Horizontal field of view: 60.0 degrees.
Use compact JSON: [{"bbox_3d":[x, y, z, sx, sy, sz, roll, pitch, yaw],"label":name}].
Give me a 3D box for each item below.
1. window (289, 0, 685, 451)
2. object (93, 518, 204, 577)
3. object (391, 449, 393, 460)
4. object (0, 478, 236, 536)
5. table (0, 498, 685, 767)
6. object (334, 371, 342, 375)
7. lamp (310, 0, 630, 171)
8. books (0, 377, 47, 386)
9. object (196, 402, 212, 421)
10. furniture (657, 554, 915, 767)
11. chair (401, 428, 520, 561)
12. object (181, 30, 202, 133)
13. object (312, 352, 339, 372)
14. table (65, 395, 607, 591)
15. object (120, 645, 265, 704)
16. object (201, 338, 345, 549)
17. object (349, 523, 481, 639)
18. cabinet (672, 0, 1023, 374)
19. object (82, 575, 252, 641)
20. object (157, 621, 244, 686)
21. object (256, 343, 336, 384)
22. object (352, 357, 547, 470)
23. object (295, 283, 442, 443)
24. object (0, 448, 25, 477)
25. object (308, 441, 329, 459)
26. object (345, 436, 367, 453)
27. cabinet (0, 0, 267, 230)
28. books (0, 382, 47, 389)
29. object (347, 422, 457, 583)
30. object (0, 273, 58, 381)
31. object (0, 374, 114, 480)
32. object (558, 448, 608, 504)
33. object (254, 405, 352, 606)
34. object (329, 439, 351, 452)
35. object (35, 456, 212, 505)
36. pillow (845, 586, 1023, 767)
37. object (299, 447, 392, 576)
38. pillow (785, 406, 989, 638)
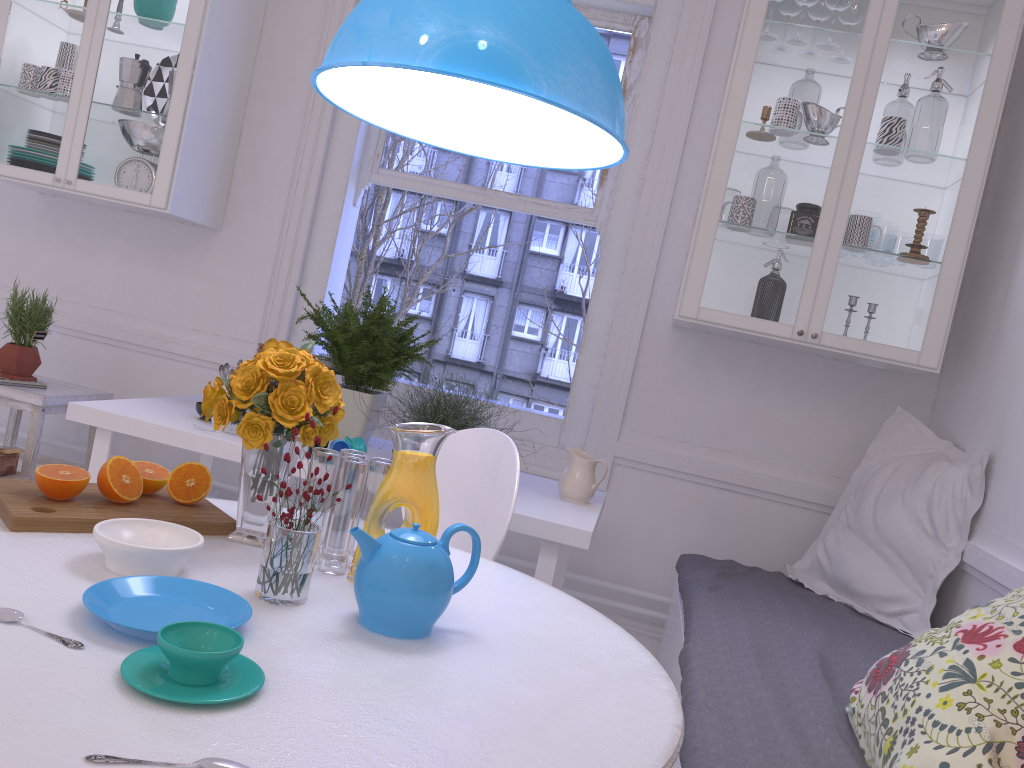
[{"bbox_3d":[-0.120,-0.741,3.469,1.234,1.782,0.181,13,3,9],"label":"window"},{"bbox_3d":[-0.515,0.235,1.250,0.147,0.052,0.147,10,3,-39],"label":"object"},{"bbox_3d":[-0.312,0.222,2.474,0.066,0.067,0.052,13,3,9],"label":"object"},{"bbox_3d":[-0.666,0.205,1.479,0.347,0.024,0.224,10,4,-41],"label":"object"},{"bbox_3d":[-0.392,0.610,1.248,1.140,0.629,1.140,14,3,37],"label":"table"},{"bbox_3d":[-0.652,0.051,3.022,0.159,0.208,0.185,13,3,9],"label":"object"},{"bbox_3d":[0.135,-1.408,1.523,0.568,1.948,0.568,15,4,43],"label":"lamp"},{"bbox_3d":[-1.800,-0.029,3.161,0.246,0.007,0.180,14,3,39],"label":"books"},{"bbox_3d":[-0.928,0.086,2.711,0.079,0.048,0.082,11,3,-32],"label":"object"},{"bbox_3d":[0.603,0.883,1.388,0.769,0.508,3.296,13,3,9],"label":"furniture"},{"bbox_3d":[-0.311,0.486,1.939,0.483,0.845,0.604,10,3,-36],"label":"chair"},{"bbox_3d":[-1.438,-1.333,3.349,0.811,0.651,0.376,13,3,9],"label":"object"},{"bbox_3d":[-0.627,-0.074,3.028,0.163,0.047,0.164,11,3,-32],"label":"object"},{"bbox_3d":[-0.531,0.512,2.768,1.514,0.619,0.736,13,3,9],"label":"table"},{"bbox_3d":[-0.338,0.309,0.942,0.147,0.011,0.147,13,3,11],"label":"object"},{"bbox_3d":[-0.404,0.095,1.486,0.234,0.351,0.235,11,3,-26],"label":"object"},{"bbox_3d":[-0.141,0.265,1.244,0.156,0.151,0.150,13,3,12],"label":"object"},{"bbox_3d":[1.086,-0.764,2.935,0.823,1.311,0.425,13,3,9],"label":"cabinet"},{"bbox_3d":[-0.419,0.278,1.083,0.196,0.023,0.196,12,3,-4],"label":"object"},{"bbox_3d":[-0.333,0.288,0.941,0.088,0.043,0.088,13,3,16],"label":"object"},{"bbox_3d":[-0.782,0.002,3.151,0.294,0.237,0.028,13,3,9],"label":"object"},{"bbox_3d":[-0.188,0.101,2.735,0.668,0.367,0.531,14,3,33],"label":"object"},{"bbox_3d":[-0.496,-0.073,2.879,0.438,0.527,0.368,13,3,9],"label":"object"},{"bbox_3d":[-1.820,0.225,2.926,0.358,0.110,0.211,13,3,11],"label":"object"},{"bbox_3d":[-0.540,0.169,2.444,0.055,0.077,0.070,14,3,34],"label":"object"},{"bbox_3d":[-0.442,0.183,2.502,0.069,0.059,0.082,12,3,-14],"label":"object"},{"bbox_3d":[-1.440,-1.333,3.327,0.823,1.311,0.425,13,3,9],"label":"cabinet"},{"bbox_3d":[-1.802,-0.020,3.161,0.246,0.011,0.180,14,3,39],"label":"books"},{"bbox_3d":[-0.170,0.192,1.416,0.094,0.267,0.116,14,3,35],"label":"object"},{"bbox_3d":[-1.711,-0.200,3.134,0.186,0.367,0.196,10,3,-36],"label":"object"},{"bbox_3d":[-1.812,0.259,3.134,0.418,0.534,0.599,13,3,9],"label":"object"},{"bbox_3d":[0.211,0.282,2.706,0.127,0.152,0.115,12,3,-9],"label":"object"},{"bbox_3d":[-0.292,0.163,1.239,0.128,0.287,0.128,13,3,10],"label":"object"},{"bbox_3d":[-0.480,0.181,2.495,0.069,0.058,0.080,11,3,-18],"label":"object"},{"bbox_3d":[-0.660,0.155,1.502,0.285,0.075,0.129,10,4,-45],"label":"object"},{"bbox_3d":[0.846,0.492,1.376,0.509,0.447,0.592,13,3,14],"label":"pillow"},{"bbox_3d":[-0.277,0.208,1.459,0.101,0.186,0.122,14,3,39],"label":"object"},{"bbox_3d":[1.198,0.394,2.768,0.374,0.642,0.677,11,3,-21],"label":"pillow"}]
